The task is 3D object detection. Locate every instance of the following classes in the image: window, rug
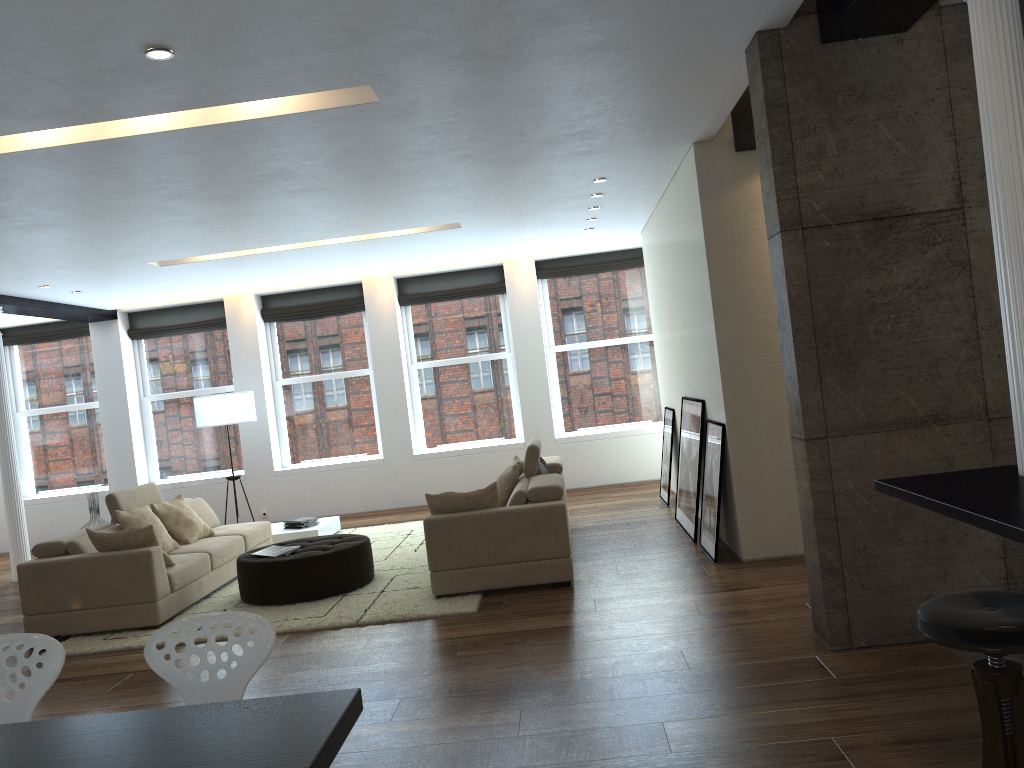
[{"bbox_3d":[-4.317,0.149,11.958,1.432,2.400,0.123,-7,0,3],"label":"window"},{"bbox_3d":[-0.670,-0.287,11.762,1.443,2.400,0.123,-7,0,3],"label":"window"},{"bbox_3d":[-1.596,1.640,7.967,2.972,0.020,4.231,-7,0,3],"label":"rug"},{"bbox_3d":[-6.114,0.364,12.055,1.391,2.400,0.123,-7,0,3],"label":"window"},{"bbox_3d":[-2.496,-0.068,11.860,1.442,2.400,0.123,-7,0,3],"label":"window"},{"bbox_3d":[1.216,-0.512,11.660,1.563,2.400,0.123,-7,0,3],"label":"window"}]

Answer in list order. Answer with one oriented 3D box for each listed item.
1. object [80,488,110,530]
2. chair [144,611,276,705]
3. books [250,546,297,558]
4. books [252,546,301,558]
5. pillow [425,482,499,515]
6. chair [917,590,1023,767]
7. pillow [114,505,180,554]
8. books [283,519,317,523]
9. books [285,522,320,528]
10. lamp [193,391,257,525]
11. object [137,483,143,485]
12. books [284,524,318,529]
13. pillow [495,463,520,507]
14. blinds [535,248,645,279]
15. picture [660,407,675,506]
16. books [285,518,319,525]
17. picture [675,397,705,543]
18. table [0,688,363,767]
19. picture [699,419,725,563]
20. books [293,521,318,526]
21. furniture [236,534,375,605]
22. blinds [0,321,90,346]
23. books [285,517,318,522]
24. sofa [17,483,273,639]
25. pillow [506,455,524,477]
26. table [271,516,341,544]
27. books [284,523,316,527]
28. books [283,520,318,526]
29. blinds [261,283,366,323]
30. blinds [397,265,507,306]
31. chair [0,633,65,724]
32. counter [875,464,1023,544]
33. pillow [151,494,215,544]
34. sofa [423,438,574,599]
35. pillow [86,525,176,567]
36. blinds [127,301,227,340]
[{"bbox_3d":[-5.107,1.668,10.878,0.458,0.781,0.458,-7,0,2],"label":"object"},{"bbox_3d":[-0.940,1.167,2.633,0.495,0.835,0.581,-7,0,3],"label":"chair"},{"bbox_3d":[-1.847,1.300,6.880,0.301,0.040,0.220,-7,0,38],"label":"books"},{"bbox_3d":[-1.831,1.305,6.901,0.300,0.031,0.219,-7,0,18],"label":"books"},{"bbox_3d":[-0.344,0.919,6.447,0.518,0.393,0.395,-7,0,0],"label":"pillow"},{"bbox_3d":[-1.827,1.468,3.416,21.556,0.952,16.134,-7,0,3],"label":"chair"},{"bbox_3d":[-3.020,1.214,7.353,0.301,0.439,0.534,-7,0,7],"label":"pillow"},{"bbox_3d":[-2.277,1.472,9.529,0.300,0.010,0.220,-7,0,38],"label":"books"},{"bbox_3d":[-2.255,1.518,9.549,0.300,0.010,0.220,-7,0,23],"label":"books"},{"bbox_3d":[-3.370,0.980,10.676,0.698,1.728,0.698,-7,0,27],"label":"lamp"},{"bbox_3d":[-4.633,1.610,11.070,0.458,0.781,0.458,-7,0,2],"label":"object"},{"bbox_3d":[-2.270,1.530,9.529,0.300,0.010,0.220,-7,0,38],"label":"books"},{"bbox_3d":[-0.071,0.862,7.194,0.301,0.439,0.534,-7,0,0],"label":"pillow"},{"bbox_3d":[1.088,-1.573,11.594,1.563,0.275,0.156,-7,0,3],"label":"blinds"},{"bbox_3d":[1.655,0.756,9.468,0.195,0.988,0.700,-7,0,3],"label":"picture"},{"bbox_3d":[-2.260,1.480,9.549,0.300,0.010,0.220,-7,0,18],"label":"books"},{"bbox_3d":[1.539,0.702,7.716,0.225,1.140,1.183,-7,0,3],"label":"picture"},{"bbox_3d":[-2.065,1.357,1.792,3.400,0.733,1.200,-7,0,3],"label":"table"},{"bbox_3d":[1.507,0.784,6.696,0.195,0.988,0.700,-7,0,3],"label":"picture"},{"bbox_3d":[-2.258,1.499,9.549,0.220,0.010,0.300,-7,0,-37],"label":"books"},{"bbox_3d":[-1.642,1.461,7.085,1.057,0.355,1.057,-7,0,5],"label":"furniture"},{"bbox_3d":[-6.245,-0.702,11.989,1.396,0.275,0.156,-7,0,3],"label":"blinds"},{"bbox_3d":[-2.262,1.461,9.549,0.300,0.010,0.220,-7,0,43],"label":"books"},{"bbox_3d":[-2.977,1.339,7.606,1.021,0.950,2.581,-7,0,3],"label":"sofa"},{"bbox_3d":[-0.049,0.868,7.818,0.368,0.416,0.519,-7,0,-1],"label":"pillow"},{"bbox_3d":[-2.417,1.637,9.630,0.900,0.170,0.900,-7,0,3],"label":"table"},{"bbox_3d":[-2.272,1.510,9.529,0.300,0.010,0.220,-7,0,38],"label":"books"},{"bbox_3d":[-2.274,1.491,9.529,0.300,0.010,0.220,-7,0,28],"label":"books"},{"bbox_3d":[-2.618,-1.069,11.794,1.439,0.424,0.156,-7,0,3],"label":"blinds"},{"bbox_3d":[-0.793,-1.294,11.696,1.442,0.393,0.156,-7,0,3],"label":"blinds"},{"bbox_3d":[-1.635,1.250,2.675,0.495,0.835,0.581,-7,0,3],"label":"chair"},{"bbox_3d":[1.775,0.343,1.489,1.000,0.040,3.700,-7,0,3],"label":"counter"},{"bbox_3d":[-2.973,1.217,7.976,0.368,0.416,0.519,-7,0,8],"label":"pillow"},{"bbox_3d":[-0.055,0.990,7.449,1.021,0.950,2.581,-7,0,3],"label":"sofa"},{"bbox_3d":[-2.821,1.215,6.581,0.518,0.393,0.395,-7,0,7],"label":"pillow"},{"bbox_3d":[-4.442,-0.857,11.877,1.431,0.395,0.183,-7,0,3],"label":"blinds"}]
